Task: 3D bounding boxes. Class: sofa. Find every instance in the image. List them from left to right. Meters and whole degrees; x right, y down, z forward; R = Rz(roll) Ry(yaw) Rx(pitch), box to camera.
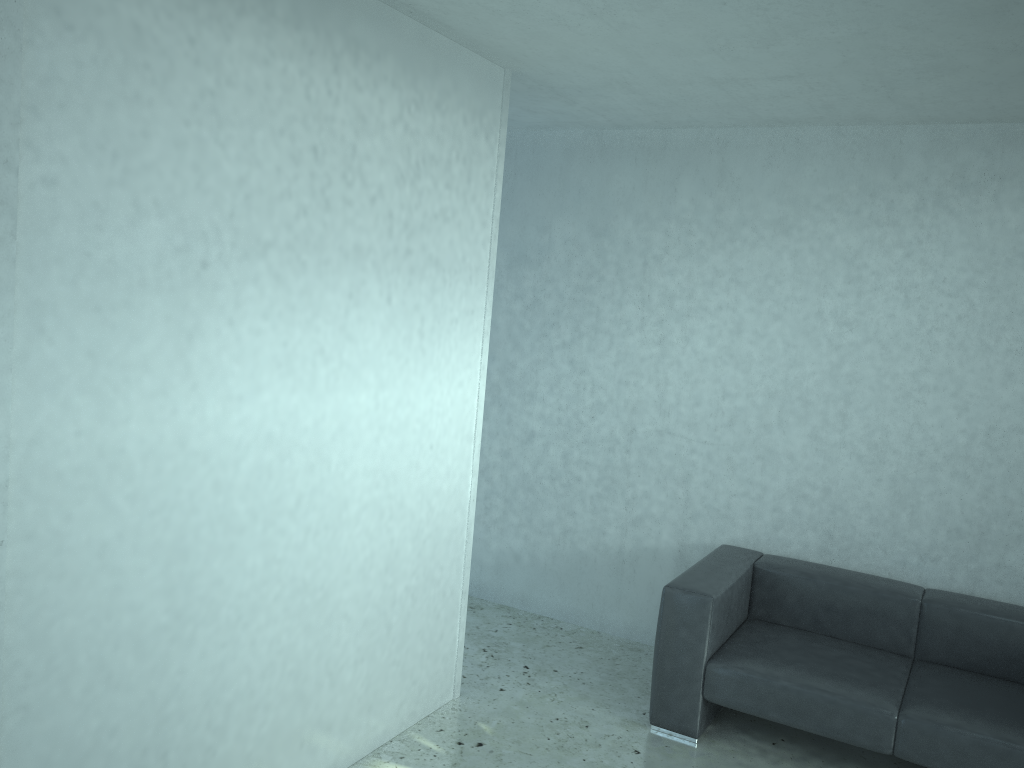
[{"bbox_3d":[1.703,1.279,3.811,2.025,0.652,0.943,8,6,28],"label":"sofa"}]
